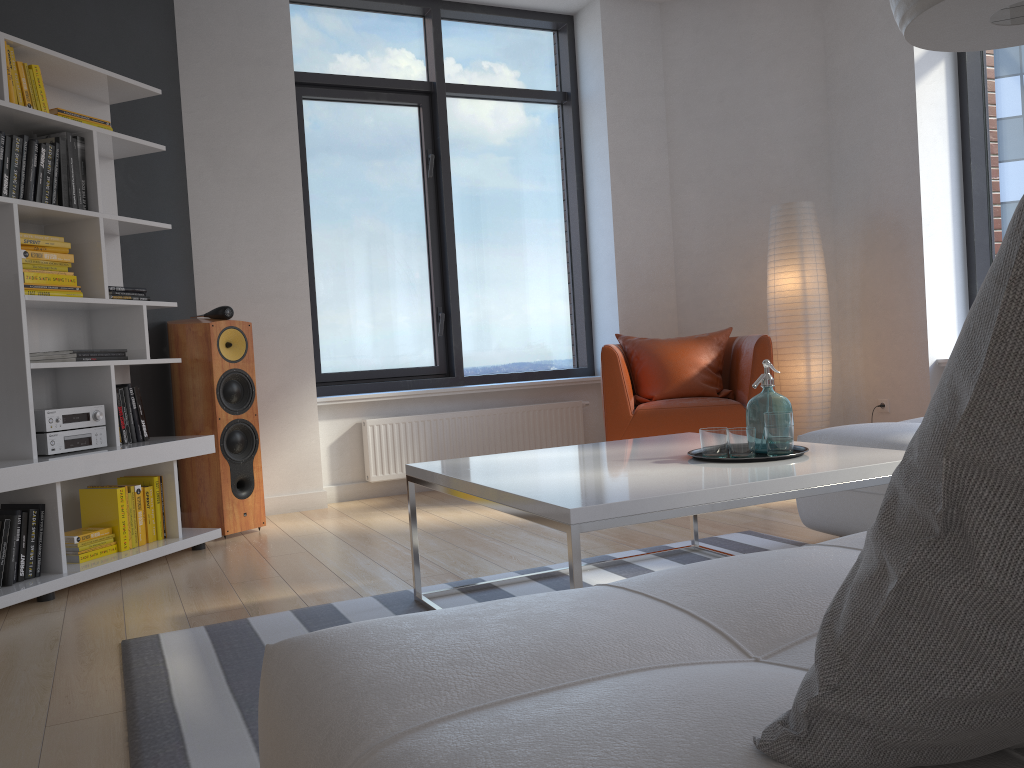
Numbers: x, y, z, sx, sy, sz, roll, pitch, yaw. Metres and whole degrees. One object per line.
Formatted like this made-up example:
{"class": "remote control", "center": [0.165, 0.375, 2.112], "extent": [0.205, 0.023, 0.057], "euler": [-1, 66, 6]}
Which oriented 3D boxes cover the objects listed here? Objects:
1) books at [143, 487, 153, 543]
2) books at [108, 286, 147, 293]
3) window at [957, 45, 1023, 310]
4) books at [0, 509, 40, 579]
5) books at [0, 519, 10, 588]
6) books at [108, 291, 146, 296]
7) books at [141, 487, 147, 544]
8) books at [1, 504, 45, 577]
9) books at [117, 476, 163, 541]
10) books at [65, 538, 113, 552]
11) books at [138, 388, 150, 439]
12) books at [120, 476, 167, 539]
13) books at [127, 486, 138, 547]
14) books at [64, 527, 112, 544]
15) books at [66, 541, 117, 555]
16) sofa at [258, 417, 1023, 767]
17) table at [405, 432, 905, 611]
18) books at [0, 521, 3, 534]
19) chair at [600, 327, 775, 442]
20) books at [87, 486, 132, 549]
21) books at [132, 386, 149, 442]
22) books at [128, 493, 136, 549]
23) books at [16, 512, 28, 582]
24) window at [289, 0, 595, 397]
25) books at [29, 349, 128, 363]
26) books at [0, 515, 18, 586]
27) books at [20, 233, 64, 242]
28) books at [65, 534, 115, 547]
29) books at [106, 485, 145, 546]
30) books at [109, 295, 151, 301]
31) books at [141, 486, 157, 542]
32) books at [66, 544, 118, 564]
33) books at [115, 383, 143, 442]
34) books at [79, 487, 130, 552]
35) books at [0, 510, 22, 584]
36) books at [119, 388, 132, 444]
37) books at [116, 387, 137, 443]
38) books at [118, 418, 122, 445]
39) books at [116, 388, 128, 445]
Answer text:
{"class": "books", "center": [-1.603, 0.554, 3.751], "extent": [0.172, 0.234, 0.024], "euler": [-3, 2, 20]}
{"class": "books", "center": [-1.711, -0.399, 3.809], "extent": [0.161, 0.023, 0.213], "euler": [-3, 2, 24]}
{"class": "window", "center": [2.889, -1.359, 4.459], "extent": [0.170, 2.402, 1.310], "euler": [-4, 2, -25]}
{"class": "books", "center": [-1.808, 0.576, 3.212], "extent": [0.191, 0.249, 0.084], "euler": [-3, 2, 20]}
{"class": "books", "center": [-1.838, 0.590, 3.094], "extent": [0.169, 0.233, 0.081], "euler": [-3, 2, 19]}
{"class": "books", "center": [-1.697, -0.380, 3.802], "extent": [0.142, 0.015, 0.198], "euler": [-3, 2, 19]}
{"class": "books", "center": [-1.615, 0.553, 3.729], "extent": [0.169, 0.239, 0.023], "euler": [-3, 2, 20]}
{"class": "books", "center": [-1.798, 0.570, 3.244], "extent": [0.197, 0.260, 0.066], "euler": [-3, 2, 20]}
{"class": "books", "center": [-1.594, 0.534, 3.805], "extent": [0.204, 0.270, 0.029], "euler": [-3, 2, 20]}
{"class": "books", "center": [-1.676, 0.631, 3.488], "extent": [0.113, 0.018, 0.169], "euler": [-3, 2, 22]}
{"class": "books", "center": [-1.688, 0.136, 3.871], "extent": [0.179, 0.233, 0.077], "euler": [-3, 2, 20]}
{"class": "books", "center": [-1.593, 0.533, 3.833], "extent": [0.213, 0.270, 0.025], "euler": [-3, 2, 20]}
{"class": "books", "center": [-1.635, 0.549, 3.676], "extent": [0.180, 0.251, 0.019], "euler": [-3, 2, 20]}
{"class": "books", "center": [-1.703, 0.597, 3.499], "extent": [0.138, 0.026, 0.186], "euler": [-3, 2, 20]}
{"class": "books", "center": [-1.691, 0.645, 3.500], "extent": [0.148, 0.011, 0.196], "euler": [-3, 2, 20]}
{"class": "sofa", "center": [1.169, 0.265, 1.944], "extent": [3.424, 0.732, 2.614], "euler": [-4, 2, -25]}
{"class": "table", "center": [0.398, 0.433, 2.540], "extent": [1.091, 0.435, 1.091], "euler": [-4, 2, -25]}
{"class": "books", "center": [-1.862, 0.593, 3.069], "extent": [0.187, 0.234, 0.096], "euler": [-3, 2, 21]}
{"class": "chair", "center": [0.963, 0.120, 4.969], "extent": [0.896, 0.858, 0.843], "euler": [-3, 2, 7]}
{"class": "books", "center": [-1.652, 0.547, 3.640], "extent": [0.199, 0.263, 0.015], "euler": [-3, 2, 20]}
{"class": "books", "center": [-1.670, 0.132, 3.828], "extent": [0.177, 0.242, 0.066], "euler": [-3, 2, 20]}
{"class": "books", "center": [-1.624, 0.562, 3.650], "extent": [0.156, 0.229, 0.024], "euler": [-3, 2, 20]}
{"class": "books", "center": [-1.816, 0.583, 3.175], "extent": [0.179, 0.243, 0.068], "euler": [-3, 2, 19]}
{"class": "window", "center": [-0.435, -1.184, 5.601], "extent": [1.960, 2.402, 0.170], "euler": [-4, 2, -25]}
{"class": "books", "center": [-1.787, -0.111, 3.646], "extent": [0.250, 0.047, 0.310], "euler": [-3, 2, 16]}
{"class": "books", "center": [-1.815, 0.585, 3.122], "extent": [0.172, 0.242, 0.069], "euler": [-3, 2, 21]}
{"class": "books", "center": [-1.914, -0.566, 3.484], "extent": [0.163, 0.023, 0.223], "euler": [-3, 2, 24]}
{"class": "books", "center": [-1.689, 0.616, 3.498], "extent": [0.134, 0.014, 0.187], "euler": [-3, 2, 20]}
{"class": "books", "center": [-1.624, 0.548, 3.701], "extent": [0.185, 0.250, 0.035], "euler": [-3, 2, 20]}
{"class": "books", "center": [-1.693, -0.361, 3.803], "extent": [0.161, 0.023, 0.213], "euler": [-3, 2, 24]}
{"class": "books", "center": [-1.598, 0.552, 3.776], "extent": [0.172, 0.234, 0.024], "euler": [-3, 2, 20]}
{"class": "books", "center": [-1.687, 0.668, 3.498], "extent": [0.147, 0.033, 0.190], "euler": [-3, 2, 20]}
{"class": "books", "center": [-1.688, 0.128, 3.803], "extent": [0.193, 0.255, 0.066], "euler": [-3, 2, 20]}
{"class": "books", "center": [-1.660, 0.551, 3.611], "extent": [0.198, 0.255, 0.044], "euler": [-3, 2, 20]}
{"class": "books", "center": [-1.832, 0.578, 3.152], "extent": [0.192, 0.254, 0.075], "euler": [-3, 2, 19]}
{"class": "books", "center": [-1.701, 0.140, 3.754], "extent": [0.170, 0.236, 0.049], "euler": [-3, 2, 21]}
{"class": "books", "center": [-1.687, 0.135, 3.772], "extent": [0.169, 0.242, 0.050], "euler": [-3, 2, 20]}
{"class": "books", "center": [-1.732, 0.127, 3.704], "extent": [0.202, 0.268, 0.053], "euler": [-3, 2, 20]}
{"class": "books", "center": [-1.716, 0.141, 3.733], "extent": [0.189, 0.240, 0.053], "euler": [-3, 2, 21]}
